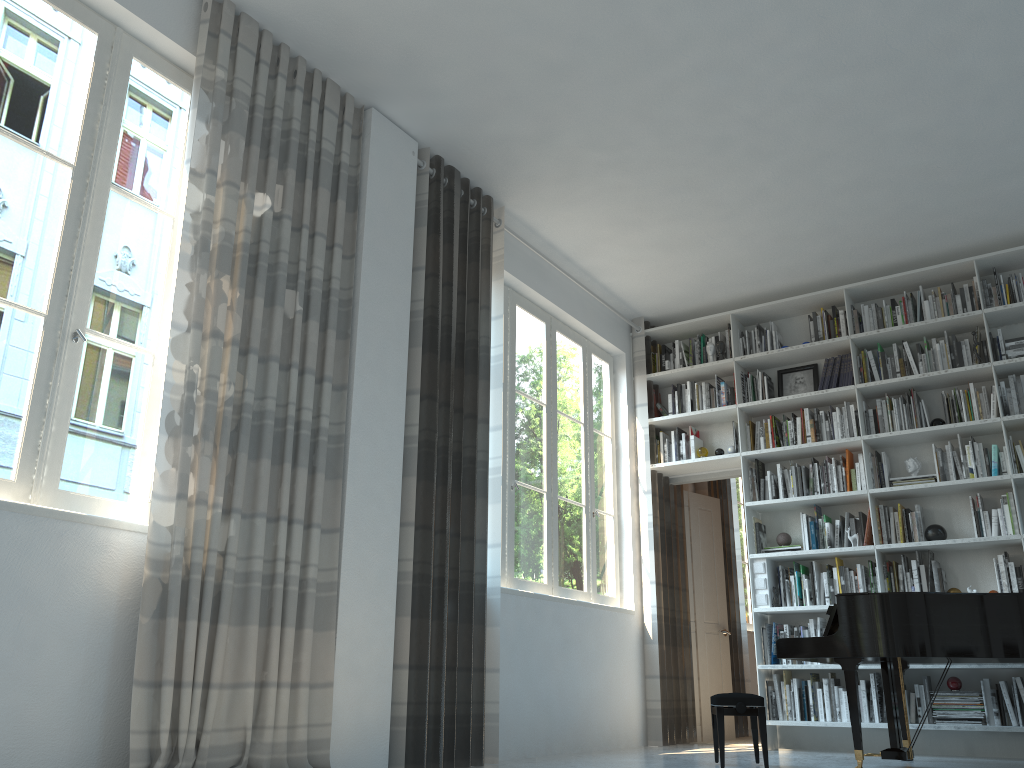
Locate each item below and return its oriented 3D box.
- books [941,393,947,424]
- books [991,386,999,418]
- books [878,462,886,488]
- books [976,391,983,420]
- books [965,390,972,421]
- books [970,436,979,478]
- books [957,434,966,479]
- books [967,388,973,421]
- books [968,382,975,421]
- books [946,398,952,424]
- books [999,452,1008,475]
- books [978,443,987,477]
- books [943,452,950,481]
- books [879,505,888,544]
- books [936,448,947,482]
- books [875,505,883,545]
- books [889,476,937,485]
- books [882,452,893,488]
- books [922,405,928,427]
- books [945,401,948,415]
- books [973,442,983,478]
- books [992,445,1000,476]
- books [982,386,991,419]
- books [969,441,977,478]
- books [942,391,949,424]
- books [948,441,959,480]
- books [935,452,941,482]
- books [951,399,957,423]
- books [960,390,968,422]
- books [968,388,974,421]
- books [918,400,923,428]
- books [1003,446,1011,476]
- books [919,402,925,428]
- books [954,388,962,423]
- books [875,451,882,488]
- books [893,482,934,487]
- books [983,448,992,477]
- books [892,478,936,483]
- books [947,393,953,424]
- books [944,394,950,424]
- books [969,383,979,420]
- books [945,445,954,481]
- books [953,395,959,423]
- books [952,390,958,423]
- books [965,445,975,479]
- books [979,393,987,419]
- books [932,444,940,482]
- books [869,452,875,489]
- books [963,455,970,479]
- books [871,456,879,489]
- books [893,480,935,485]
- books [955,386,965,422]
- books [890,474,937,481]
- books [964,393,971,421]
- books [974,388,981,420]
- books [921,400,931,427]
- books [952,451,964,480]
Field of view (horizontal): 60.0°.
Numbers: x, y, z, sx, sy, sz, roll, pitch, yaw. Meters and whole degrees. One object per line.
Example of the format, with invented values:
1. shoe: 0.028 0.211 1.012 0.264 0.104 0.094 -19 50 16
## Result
1. books: 2.909 0.204 5.941 0.005 0.253 0.161 -11 -22 31
2. books: 3.137 0.152 5.756 0.064 0.236 0.209 -11 -22 31
3. books: 2.539 0.650 6.047 0.034 0.209 0.136 -11 -22 31
4. books: 3.084 0.179 5.823 0.011 0.229 0.166 -11 -22 31
5. books: 3.028 0.177 5.858 0.017 0.252 0.140 -11 -22 31
6. books: 3.012 0.502 5.747 0.011 0.299 0.179 -11 -22 31
7. books: 2.952 0.503 5.795 0.010 0.328 0.174 -11 -22 31
8. books: 3.037 0.169 5.854 0.004 0.264 0.142 -11 -22 31
9. books: 3.045 0.148 5.851 0.006 0.302 0.166 -11 -22 31
10. books: 2.933 0.216 5.917 0.013 0.215 0.150 -11 -22 31
11. books: 3.146 0.537 5.662 0.027 0.180 0.142 -11 -22 31
12. books: 3.057 0.523 5.736 0.022 0.255 0.152 -11 -22 31
13. books: 2.879 0.574 5.846 0.024 0.226 0.138 -11 -22 31
14. books: 2.508 0.964 5.949 0.025 0.283 0.145 -11 -22 31
15. books: 2.841 0.561 5.840 0.030 0.246 0.174 -11 -22 31
16. books: 2.487 0.971 5.972 0.012 0.284 0.160 -11 -22 31
17. books: 2.693 0.652 5.933 0.285 0.012 0.160 -13 -23 33
18. books: 2.559 0.612 6.039 0.021 0.277 0.137 -11 -22 31
19. books: 2.801 0.248 6.002 0.004 0.209 0.132 -11 -22 31
20. books: 2.925 0.209 5.934 0.005 0.238 0.146 -11 -22 31
21. books: 3.027 0.519 5.732 0.023 0.259 0.170 -11 -22 31
22. books: 3.100 0.518 5.678 0.060 0.226 0.179 -11 -22 31
23. books: 3.113 0.156 5.799 0.022 0.256 0.155 -11 -22 31
24. books: 2.998 0.519 5.741 0.012 0.264 0.193 -11 -22 31
25. books: 2.920 0.194 5.946 0.012 0.275 0.129 -11 -22 31
26. books: 2.898 0.532 5.813 0.012 0.285 0.168 -11 -22 31
27. books: 2.834 0.577 5.863 0.010 0.231 0.155 -11 -22 31
28. books: 2.953 0.218 5.898 0.011 0.199 0.163 -11 -22 31
29. books: 2.994 0.179 5.851 0.013 0.243 0.189 -11 -22 31
30. books: 3.038 0.172 5.845 0.006 0.252 0.180 -11 -22 31
31. books: 2.791 0.241 6.022 0.009 0.236 0.135 -11 -22 31
32. books: 3.170 0.517 5.656 0.026 0.216 0.126 -11 -22 31
33. books: 2.795 0.246 6.009 0.012 0.217 0.151 -11 -22 31
34. books: 2.972 0.178 5.896 0.005 0.274 0.157 -11 -22 31
35. books: 2.526 0.615 6.081 0.011 0.297 0.136 -11 -22 31
36. books: 2.690 0.685 5.918 0.254 0.012 0.161 -10 -22 28
37. books: 3.077 0.536 5.718 0.026 0.218 0.150 -11 -22 31
38. books: 2.691 0.662 5.927 0.254 0.012 0.161 -10 -22 28
39. books: 2.926 0.198 5.895 0.005 0.235 0.179 -11 -22 31
40. books: 2.916 0.201 5.912 0.005 0.239 0.174 -11 -22 31
41. books: 3.056 0.154 5.837 0.022 0.283 0.190 -11 -22 31
42. books: 2.890 0.547 5.828 0.022 0.266 0.151 -11 -22 31
43. books: 2.955 0.200 5.873 0.006 0.215 0.181 -11 -22 31
44. books: 2.966 0.187 5.910 0.009 0.265 0.150 -11 -22 31
45. books: 2.986 0.534 5.756 0.028 0.246 0.170 -11 -22 31
46. books: 3.098 0.182 5.812 0.024 0.215 0.142 -11 -22 31
47. books: 2.818 0.550 5.867 0.012 0.284 0.160 -11 -22 31
48. books: 2.490 0.624 6.088 0.012 0.284 0.160 -11 -22 31
49. books: 2.974 0.571 5.775 0.025 0.188 0.140 -11 -22 31
50. books: 2.502 0.632 6.070 0.024 0.256 0.134 -11 -22 31
51. books: 2.689 0.673 5.920 0.254 0.012 0.161 -9 -21 27
52. books: 2.994 0.172 5.897 0.033 0.286 0.155 -11 -22 31
53. books: 2.690 0.639 5.933 0.285 0.012 0.160 -10 -22 28
54. books: 3.024 0.191 5.872 0.011 0.235 0.131 -11 -22 31
55. books: 3.073 0.166 5.830 0.010 0.256 0.140 -11 -22 31
56. books: 2.811 0.233 5.991 0.031 0.231 0.148 -11 -22 31
57. books: 2.932 0.560 5.801 0.048 0.224 0.150 -11 -22 31
